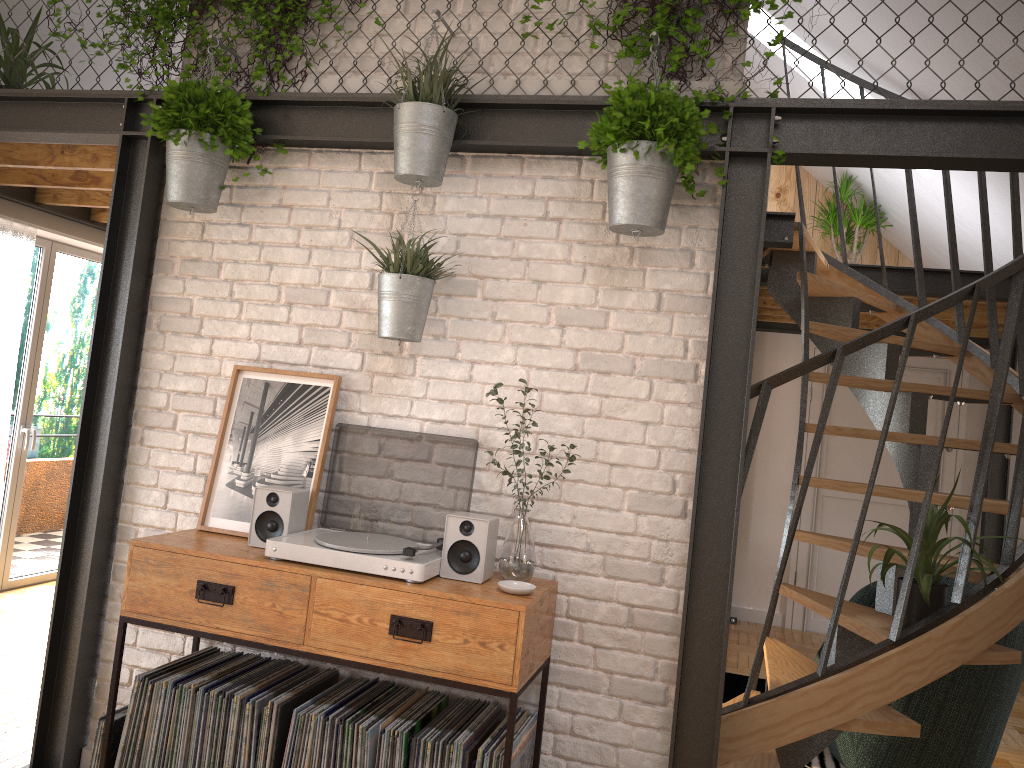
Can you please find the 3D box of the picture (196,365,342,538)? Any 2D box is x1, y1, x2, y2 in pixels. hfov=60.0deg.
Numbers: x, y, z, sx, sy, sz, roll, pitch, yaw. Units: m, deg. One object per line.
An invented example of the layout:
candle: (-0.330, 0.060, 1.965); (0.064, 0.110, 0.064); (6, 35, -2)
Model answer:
picture: (-0.831, 0.235, 3.039); (0.411, 0.578, 0.126); (5, -4, 15)

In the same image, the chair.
chair: (1.898, 1.345, 4.165); (0.901, 0.967, 0.895); (6, -3, 1)

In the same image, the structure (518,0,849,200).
structure: (0.640, -1.510, 2.909); (1.306, 1.876, 0.456); (6, -4, 12)

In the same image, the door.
door: (2.865, 0.852, 6.954); (1.201, 2.307, 0.087); (5, -4, 15)

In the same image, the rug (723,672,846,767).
rug: (0.093, 1.657, 5.011); (3.504, 0.010, 1.695); (6, -2, 15)

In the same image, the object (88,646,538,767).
object: (-0.629, 1.220, 2.731); (1.314, 0.576, 0.403); (6, -3, 15)

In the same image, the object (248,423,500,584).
object: (-0.429, 0.353, 2.795); (0.788, 0.416, 0.413); (6, -3, 15)

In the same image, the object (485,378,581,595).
object: (0.011, 0.295, 2.709); (0.296, 0.622, 0.289); (4, -4, 30)

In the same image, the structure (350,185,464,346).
structure: (-0.350, -0.389, 2.909); (0.360, 0.536, 0.383); (5, -4, 25)

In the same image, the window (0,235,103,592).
window: (0.550, -0.614, 2.453); (8.638, 4.478, 7.758); (6, -2, 15)

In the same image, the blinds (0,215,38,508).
blinds: (-2.992, 0.118, 4.915); (0.124, 2.289, 0.665); (5, -4, 16)

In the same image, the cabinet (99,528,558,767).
cabinet: (-0.570, 1.030, 2.721); (1.266, 0.966, 0.454); (6, -4, 15)

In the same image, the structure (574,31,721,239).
structure: (0.410, -0.768, 2.719); (0.438, 0.654, 0.421); (3, -5, 45)

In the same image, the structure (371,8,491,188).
structure: (-0.304, -0.946, 2.940); (0.383, 0.609, 0.348); (8, -4, -22)

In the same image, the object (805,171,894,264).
object: (2.540, -1.076, 6.768); (0.787, 1.051, 0.734); (8, -4, -35)

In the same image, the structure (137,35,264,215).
structure: (-1.099, -0.920, 3.131); (0.438, 0.654, 0.421); (3, -5, 45)

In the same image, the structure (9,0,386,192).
structure: (-1.002, -1.515, 3.325); (2.129, 1.684, 0.429); (5, -4, 16)

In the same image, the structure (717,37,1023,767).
structure: (1.485, -0.129, 3.756); (1.630, 3.829, 2.239); (4, -4, 30)

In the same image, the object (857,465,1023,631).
object: (1.401, 0.550, 3.057); (0.528, 0.593, 0.456); (6, -3, 3)

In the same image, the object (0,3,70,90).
object: (-2.272, -1.452, 4.037); (0.528, 0.593, 0.456); (6, -3, -2)
